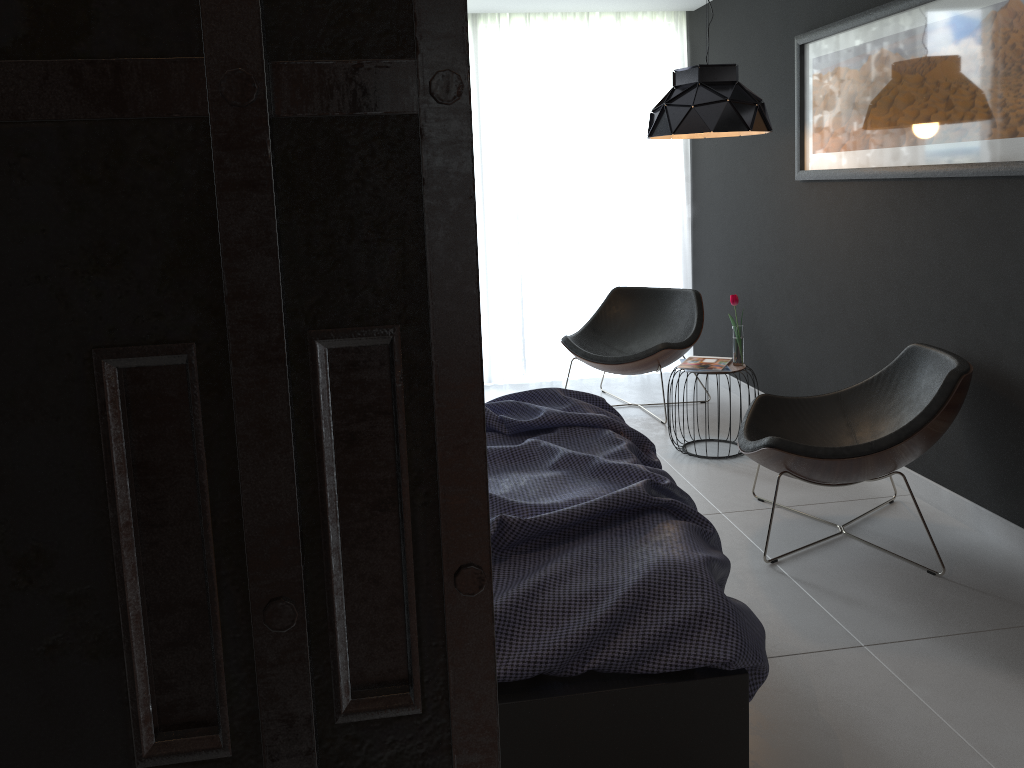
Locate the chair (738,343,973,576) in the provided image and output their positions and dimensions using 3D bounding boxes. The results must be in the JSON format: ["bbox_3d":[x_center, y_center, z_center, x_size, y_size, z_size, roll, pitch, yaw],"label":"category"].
[{"bbox_3d":[1.274,0.230,3.345,0.813,0.683,0.801,0,11,12],"label":"chair"}]

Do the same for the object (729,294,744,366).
[{"bbox_3d":[1.109,-0.264,4.365,0.066,0.351,0.077,1,9,23],"label":"object"}]

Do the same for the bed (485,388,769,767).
[{"bbox_3d":[-0.766,-0.163,2.416,2.609,2.018,2.592,-4,11,-8],"label":"bed"}]

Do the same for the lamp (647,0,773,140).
[{"bbox_3d":[0.928,-1.638,4.195,0.582,0.892,0.616,-1,10,10],"label":"lamp"}]

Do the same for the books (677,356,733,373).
[{"bbox_3d":[-2.417,0.646,2.520,8.278,0.368,0.409,-9,13,-29],"label":"books"}]

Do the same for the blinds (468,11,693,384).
[{"bbox_3d":[0.339,-1.368,6.039,1.854,2.666,0.138,-4,8,-8],"label":"blinds"}]

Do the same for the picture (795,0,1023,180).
[{"bbox_3d":[1.613,-1.201,3.581,0.041,0.713,1.976,-3,12,-8],"label":"picture"}]

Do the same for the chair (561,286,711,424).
[{"bbox_3d":[0.751,-0.207,5.369,0.792,0.683,0.823,5,13,34],"label":"chair"}]

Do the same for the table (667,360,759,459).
[{"bbox_3d":[1.011,0.121,4.447,0.453,0.430,0.455,-8,12,-30],"label":"table"}]
